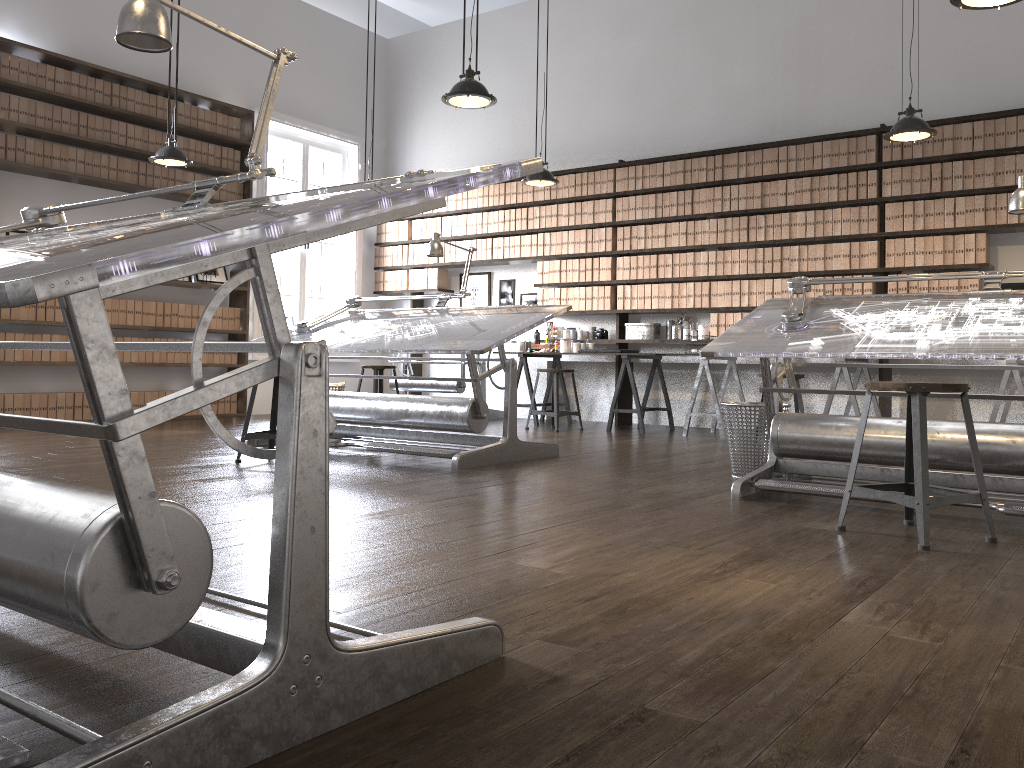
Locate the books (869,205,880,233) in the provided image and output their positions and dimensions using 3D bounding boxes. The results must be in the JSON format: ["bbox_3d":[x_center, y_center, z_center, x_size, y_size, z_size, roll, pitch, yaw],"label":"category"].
[{"bbox_3d":[2.856,-1.276,6.949,0.067,0.226,0.174,0,-1,36],"label":"books"}]

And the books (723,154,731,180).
[{"bbox_3d":[1.896,-1.862,7.670,0.067,0.226,0.174,0,-1,36],"label":"books"}]

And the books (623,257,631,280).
[{"bbox_3d":[1.103,-1.059,8.201,0.067,0.226,0.174,0,-1,36],"label":"books"}]

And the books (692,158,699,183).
[{"bbox_3d":[1.660,-1.870,7.841,0.067,0.226,0.174,0,-1,36],"label":"books"}]

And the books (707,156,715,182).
[{"bbox_3d":[1.775,-1.866,7.758,0.067,0.226,0.174,0,-1,36],"label":"books"}]

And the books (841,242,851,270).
[{"bbox_3d":[2.684,-1.004,7.057,0.067,0.226,0.174,0,-1,36],"label":"books"}]

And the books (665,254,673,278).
[{"bbox_3d":[1.445,-1.047,7.956,0.067,0.226,0.174,0,-1,36],"label":"books"}]

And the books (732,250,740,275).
[{"bbox_3d":[1.949,-1.029,7.592,0.067,0.226,0.174,0,-1,36],"label":"books"}]

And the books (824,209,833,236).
[{"bbox_3d":[2.580,-1.285,7.152,0.067,0.226,0.174,0,-1,36],"label":"books"}]

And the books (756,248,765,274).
[{"bbox_3d":[2.118,-1.024,7.471,0.067,0.226,0.174,0,-1,36],"label":"books"}]

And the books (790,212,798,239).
[{"bbox_3d":[2.356,-1.293,7.311,0.067,0.226,0.174,0,-1,36],"label":"books"}]

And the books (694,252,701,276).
[{"bbox_3d":[1.671,-1.039,7.796,0.067,0.226,0.174,0,-1,36],"label":"books"}]

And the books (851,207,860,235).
[{"bbox_3d":[2.745,-1.279,7.023,0.067,0.226,0.174,0,-1,36],"label":"books"}]

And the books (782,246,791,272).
[{"bbox_3d":[2.302,-1.017,7.341,0.067,0.226,0.174,0,-1,36],"label":"books"}]

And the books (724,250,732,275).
[{"bbox_3d":[1.895,-1.031,7.636,0.067,0.226,0.174,0,-1,36],"label":"books"}]

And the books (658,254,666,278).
[{"bbox_3d":[1.391,-1.049,8.001,0.067,0.226,0.174,0,-1,36],"label":"books"}]

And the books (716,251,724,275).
[{"bbox_3d":[1.837,-1.033,7.676,0.067,0.226,0.174,0,-1,36],"label":"books"}]

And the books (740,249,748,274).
[{"bbox_3d":[2.006,-1.027,7.547,0.067,0.226,0.174,0,-1,36],"label":"books"}]

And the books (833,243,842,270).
[{"bbox_3d":[2.632,-1.006,7.098,0.067,0.226,0.174,0,-1,36],"label":"books"}]

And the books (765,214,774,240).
[{"bbox_3d":[2.190,-1.299,7.433,0.067,0.226,0.174,0,-1,36],"label":"books"}]

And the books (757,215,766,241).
[{"bbox_3d":[2.131,-1.301,7.471,0.067,0.226,0.174,0,-1,36],"label":"books"}]

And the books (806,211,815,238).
[{"bbox_3d":[2.463,-1.289,7.229,0.067,0.226,0.174,0,-1,36],"label":"books"}]

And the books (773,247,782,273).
[{"bbox_3d":[2.238,-1.019,7.380,0.067,0.226,0.174,0,-1,36],"label":"books"}]

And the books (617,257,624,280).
[{"bbox_3d":[1.046,-1.061,8.246,0.067,0.226,0.174,0,-1,36],"label":"books"}]

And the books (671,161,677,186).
[{"bbox_3d":[1.493,-1.876,7.960,0.067,0.226,0.174,0,-1,36],"label":"books"}]

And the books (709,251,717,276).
[{"bbox_3d":[1.778,-1.035,7.714,0.067,0.226,0.174,0,-1,36],"label":"books"}]

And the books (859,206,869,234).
[{"bbox_3d":[2.798,-1.278,6.990,0.067,0.226,0.174,0,-1,36],"label":"books"}]

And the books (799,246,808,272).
[{"bbox_3d":[2.416,-1.013,7.257,0.067,0.226,0.174,0,-1,36],"label":"books"}]

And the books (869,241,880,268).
[{"bbox_3d":[2.850,-0.998,6.936,0.067,0.226,0.174,0,-1,36],"label":"books"}]

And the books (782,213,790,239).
[{"bbox_3d":[2.299,-1.295,7.347,0.067,0.226,0.174,0,-1,36],"label":"books"}]

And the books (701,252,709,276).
[{"bbox_3d":[1.721,-1.037,7.758,0.067,0.226,0.174,0,-1,36],"label":"books"}]

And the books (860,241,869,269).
[{"bbox_3d":[2.801,-1.000,6.980,0.067,0.226,0.174,0,-1,36],"label":"books"}]

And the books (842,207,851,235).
[{"bbox_3d":[2.691,-1.281,7.062,0.067,0.226,0.174,0,-1,36],"label":"books"}]

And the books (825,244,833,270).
[{"bbox_3d":[2.582,-1.008,7.136,0.067,0.226,0.174,0,-1,36],"label":"books"}]

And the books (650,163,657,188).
[{"bbox_3d":[1.327,-1.882,8.081,0.067,0.226,0.174,0,-1,36],"label":"books"}]

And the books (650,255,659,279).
[{"bbox_3d":[1.327,-1.051,8.041,0.067,0.226,0.174,0,-1,36],"label":"books"}]

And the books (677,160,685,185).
[{"bbox_3d":[1.544,-1.874,7.917,0.067,0.226,0.174,0,-1,36],"label":"books"}]

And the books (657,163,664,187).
[{"bbox_3d":[1.381,-1.880,8.036,0.067,0.226,0.174,0,-1,36],"label":"books"}]

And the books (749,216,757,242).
[{"bbox_3d":[2.076,-1.303,7.516,0.067,0.226,0.174,0,-1,36],"label":"books"}]

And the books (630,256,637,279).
[{"bbox_3d":[1.161,-1.056,8.159,0.067,0.226,0.174,0,-1,36],"label":"books"}]

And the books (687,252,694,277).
[{"bbox_3d":[1.614,-1.041,7.831,0.067,0.226,0.174,0,-1,36],"label":"books"}]

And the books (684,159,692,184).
[{"bbox_3d":[1.602,-1.872,7.882,0.067,0.226,0.174,0,-1,36],"label":"books"}]

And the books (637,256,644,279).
[{"bbox_3d":[1.215,-1.055,8.125,0.067,0.226,0.174,0,-1,36],"label":"books"}]

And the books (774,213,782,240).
[{"bbox_3d":[2.248,-1.297,7.391,0.067,0.226,0.174,0,-1,36],"label":"books"}]

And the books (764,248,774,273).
[{"bbox_3d":[2.181,-1.021,7.428,0.067,0.226,0.174,0,-1,36],"label":"books"}]

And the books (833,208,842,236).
[{"bbox_3d":[2.634,-1.283,7.108,0.067,0.226,0.174,0,-1,36],"label":"books"}]

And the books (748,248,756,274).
[{"bbox_3d":[2.064,-1.025,7.504,0.067,0.226,0.174,0,-1,36],"label":"books"}]

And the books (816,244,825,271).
[{"bbox_3d":[2.525,-1.009,7.171,0.067,0.226,0.174,0,-1,36],"label":"books"}]

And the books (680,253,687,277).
[{"bbox_3d":[1.563,-1.043,7.876,0.067,0.226,0.174,0,-1,36],"label":"books"}]

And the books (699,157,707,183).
[{"bbox_3d":[1.715,-1.868,7.796,0.067,0.226,0.174,0,-1,36],"label":"books"}]

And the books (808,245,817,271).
[{"bbox_3d":[2.474,-1.011,7.216,0.067,0.226,0.174,0,-1,36],"label":"books"}]

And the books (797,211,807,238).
[{"bbox_3d":[2.406,-1.291,7.273,0.067,0.226,0.174,0,-1,36],"label":"books"}]

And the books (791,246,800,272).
[{"bbox_3d":[2.357,-1.015,7.295,0.067,0.226,0.174,0,-1,36],"label":"books"}]

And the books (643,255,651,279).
[{"bbox_3d":[1.270,-1.053,8.089,0.067,0.226,0.174,0,-1,36],"label":"books"}]

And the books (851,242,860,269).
[{"bbox_3d":[2.744,-1.002,7.019,0.067,0.226,0.174,0,-1,36],"label":"books"}]

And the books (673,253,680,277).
[{"bbox_3d":[1.505,-1.045,7.917,0.067,0.226,0.174,0,-1,36],"label":"books"}]

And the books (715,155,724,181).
[{"bbox_3d":[1.832,-1.864,7.709,0.067,0.226,0.174,0,-1,36],"label":"books"}]

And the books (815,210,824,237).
[{"bbox_3d":[2.522,-1.287,7.191,0.067,0.226,0.174,0,-1,36],"label":"books"}]
